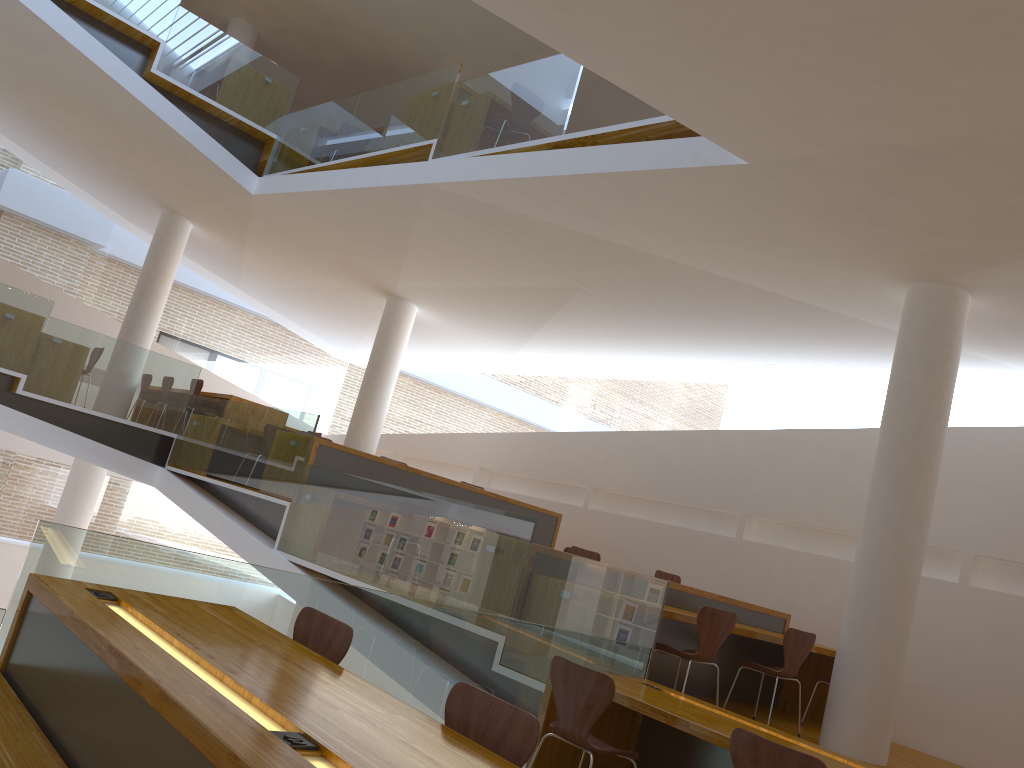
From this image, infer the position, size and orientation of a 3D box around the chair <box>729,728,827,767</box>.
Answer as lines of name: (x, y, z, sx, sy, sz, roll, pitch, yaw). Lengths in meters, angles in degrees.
chair: (0.969, 1.639, 3.157, 0.381, 0.693, 0.428, 23, -13, -38)

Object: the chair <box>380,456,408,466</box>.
chair: (-1.255, 1.156, 9.425, 0.428, 0.693, 0.381, 23, -13, -38)

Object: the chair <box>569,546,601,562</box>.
chair: (0.662, 1.765, 7.479, 0.428, 0.693, 0.381, 23, -13, -38)

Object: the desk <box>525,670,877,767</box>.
desk: (1.411, 1.840, 3.329, 0.760, 0.606, 3.185, 23, -13, -38)

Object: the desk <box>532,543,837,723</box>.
desk: (1.210, 1.904, 6.680, 3.243, 0.785, 1.527, 23, -13, -38)

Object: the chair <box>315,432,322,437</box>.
chair: (-2.817, 0.914, 11.597, 0.381, 0.693, 0.428, 23, -13, -38)

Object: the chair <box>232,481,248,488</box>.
chair: (-2.605, 0.792, 9.429, 0.428, 0.693, 0.381, 23, -13, -38)

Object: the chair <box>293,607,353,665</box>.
chair: (-0.878, 1.122, 3.061, 0.381, 0.693, 0.428, 23, -13, -38)

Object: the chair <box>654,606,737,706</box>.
chair: (1.072, 1.696, 5.476, 0.428, 0.693, 0.381, 23, -13, -38)

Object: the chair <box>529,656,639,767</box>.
chair: (0.344, 1.603, 3.899, 0.381, 0.693, 0.428, 23, -13, -38)

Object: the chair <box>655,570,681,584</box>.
chair: (1.493, 2.110, 8.146, 0.428, 0.693, 0.381, 23, -13, -38)

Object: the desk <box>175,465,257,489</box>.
desk: (-2.108, 1.144, 10.391, 3.356, 0.606, 0.760, 23, -13, -38)

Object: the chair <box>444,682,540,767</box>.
chair: (-0.252, 1.157, 2.319, 0.381, 0.693, 0.428, 23, -13, -38)

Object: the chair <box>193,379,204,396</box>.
chair: (-3.642, 0.327, 10.412, 0.381, 0.693, 0.428, 23, -13, -38)

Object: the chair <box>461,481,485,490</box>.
chair: (-0.433, 1.497, 10.083, 0.428, 0.693, 0.381, 23, -13, -38)

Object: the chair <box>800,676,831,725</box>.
chair: (2.553, 2.337, 6.806, 0.428, 0.693, 0.381, 23, -13, -38)

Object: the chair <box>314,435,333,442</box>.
chair: (-1.955, 0.858, 8.820, 0.428, 0.693, 0.381, 23, -13, -38)

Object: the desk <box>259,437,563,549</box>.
desk: (-0.791, 1.443, 8.858, 3.216, 1.022, 1.248, 23, -13, -38)

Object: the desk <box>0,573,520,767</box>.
desk: (-0.659, 1.169, 1.801, 1.285, 0.918, 3.236, 23, -13, -38)

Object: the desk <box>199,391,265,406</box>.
desk: (-3.880, 0.620, 11.712, 1.247, 0.762, 3.194, 23, -13, -38)

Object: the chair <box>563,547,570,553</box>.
chair: (0.482, 2.020, 9.146, 0.428, 0.693, 0.381, 23, -13, -38)

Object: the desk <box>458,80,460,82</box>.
desk: (0.491, -1.877, 9.073, 3.223, 0.815, 1.250, 23, -13, -38)

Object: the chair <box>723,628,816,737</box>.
chair: (1.771, 1.995, 6.080, 0.428, 0.693, 0.381, 23, -13, -38)
